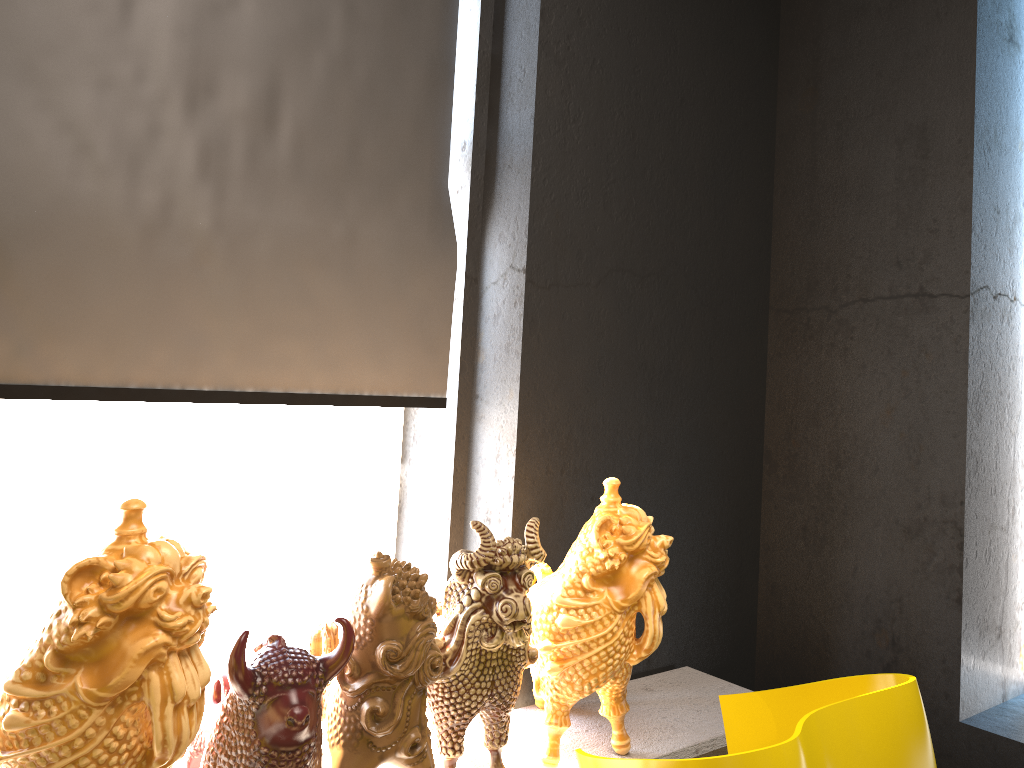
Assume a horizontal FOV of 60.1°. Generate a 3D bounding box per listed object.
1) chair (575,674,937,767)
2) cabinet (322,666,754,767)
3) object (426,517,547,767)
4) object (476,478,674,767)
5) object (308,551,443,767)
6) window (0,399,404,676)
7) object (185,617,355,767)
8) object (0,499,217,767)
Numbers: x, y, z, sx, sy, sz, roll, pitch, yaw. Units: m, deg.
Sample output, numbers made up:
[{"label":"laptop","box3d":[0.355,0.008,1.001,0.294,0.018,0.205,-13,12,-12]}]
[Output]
[{"label":"chair","box3d":[0.631,0.987,1.338,0.656,0.900,1.070,5,-2,-44]},{"label":"cabinet","box3d":[-0.407,1.105,1.730,2.722,0.532,0.404,3,-1,-39]},{"label":"object","box3d":[-0.120,0.565,1.932,0.430,0.581,0.270,1,-3,44]},{"label":"object","box3d":[0.138,0.541,2.124,0.306,0.657,0.469,5,-3,-34]},{"label":"object","box3d":[-0.312,0.583,1.817,0.248,0.547,0.475,5,-2,-31]},{"label":"window","box3d":[-1.190,-0.813,2.098,2.301,3.179,0.051,5,-4,-39]},{"label":"object","box3d":[-0.475,0.616,1.625,0.219,0.442,0.463,5,-2,-34]},{"label":"object","box3d":[-0.695,0.503,1.456,0.306,0.657,0.469,5,-3,-34]}]
